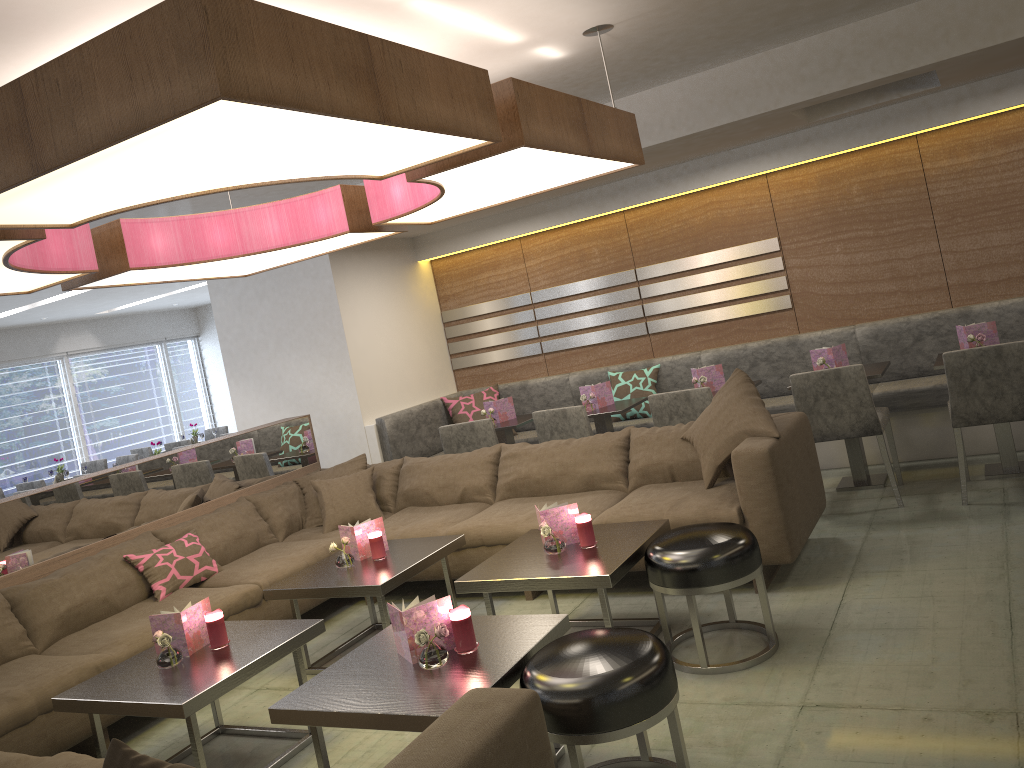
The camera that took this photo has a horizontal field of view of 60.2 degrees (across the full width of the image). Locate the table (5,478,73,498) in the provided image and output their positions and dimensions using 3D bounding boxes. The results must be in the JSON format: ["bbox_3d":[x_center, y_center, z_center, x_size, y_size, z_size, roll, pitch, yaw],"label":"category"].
[{"bbox_3d":[-4.596,1.341,9.207,1.181,0.634,0.784,-10,3,29],"label":"table"}]

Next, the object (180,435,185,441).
[{"bbox_3d":[-4.137,0.708,11.117,0.053,0.139,0.053,-12,0,-13],"label":"object"}]

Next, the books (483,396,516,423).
[{"bbox_3d":[-0.087,0.190,6.343,0.159,0.164,0.142,-13,2,-41],"label":"books"}]

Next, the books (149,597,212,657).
[{"bbox_3d":[-1.176,0.894,3.229,0.258,0.164,0.143,-12,2,-7],"label":"books"}]

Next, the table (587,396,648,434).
[{"bbox_3d":[0.655,0.481,5.869,0.502,0.654,0.510,-11,2,29],"label":"table"}]

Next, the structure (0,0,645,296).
[{"bbox_3d":[-1.101,-0.885,3.364,2.431,0.618,2.463,-10,4,29],"label":"structure"}]

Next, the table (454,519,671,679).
[{"bbox_3d":[0.255,0.861,3.528,0.653,0.412,0.663,-10,3,29],"label":"table"}]

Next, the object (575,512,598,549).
[{"bbox_3d":[0.291,0.579,3.503,0.076,0.128,0.075,-12,1,-8],"label":"object"}]

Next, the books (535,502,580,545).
[{"bbox_3d":[0.196,0.576,3.652,0.158,0.164,0.143,-12,2,-6],"label":"books"}]

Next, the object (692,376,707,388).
[{"bbox_3d":[1.165,0.009,5.453,0.095,0.125,0.101,-12,1,-7],"label":"object"}]

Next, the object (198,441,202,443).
[{"bbox_3d":[-3.977,0.741,11.076,0.217,0.015,0.217,-12,4,-8],"label":"object"}]

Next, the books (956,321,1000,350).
[{"bbox_3d":[2.561,-0.253,4.858,0.157,0.164,0.143,-12,2,9],"label":"books"}]

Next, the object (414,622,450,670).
[{"bbox_3d":[-0.198,0.751,2.599,0.195,0.125,0.094,-13,2,-29],"label":"object"}]

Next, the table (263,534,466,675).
[{"bbox_3d":[-0.618,1.007,4.018,0.653,0.412,0.663,-10,3,29],"label":"table"}]

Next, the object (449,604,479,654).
[{"bbox_3d":[-0.146,0.734,2.648,0.076,0.128,0.075,-12,1,-8],"label":"object"}]

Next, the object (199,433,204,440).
[{"bbox_3d":[-3.714,0.658,10.605,0.053,0.139,0.053,-12,0,-13],"label":"object"}]

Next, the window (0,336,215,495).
[{"bbox_3d":[-5.530,0.550,11.929,0.157,2.071,3.690,-12,3,29],"label":"window"}]

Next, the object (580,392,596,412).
[{"bbox_3d":[0.502,0.119,5.832,0.111,0.125,0.091,-13,2,-28],"label":"object"}]

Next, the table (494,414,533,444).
[{"bbox_3d":[-0.003,0.591,6.238,0.502,0.654,0.510,-11,2,29],"label":"table"}]

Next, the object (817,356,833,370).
[{"bbox_3d":[1.813,-0.100,5.093,0.095,0.125,0.106,-11,2,30],"label":"object"}]

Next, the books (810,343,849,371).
[{"bbox_3d":[1.884,-0.140,5.238,0.159,0.164,0.142,-13,2,-41],"label":"books"}]

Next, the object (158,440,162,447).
[{"bbox_3d":[-4.326,0.765,10.887,0.053,0.139,0.053,-12,0,-13],"label":"object"}]

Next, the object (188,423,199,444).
[{"bbox_3d":[-3.863,0.608,10.755,0.154,0.276,0.104,-11,0,27],"label":"object"}]

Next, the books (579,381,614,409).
[{"bbox_3d":[0.574,0.079,5.973,0.159,0.164,0.142,-13,2,-41],"label":"books"}]

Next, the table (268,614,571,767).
[{"bbox_3d":[-0.218,1.025,2.650,0.653,0.412,0.663,-10,3,29],"label":"table"}]

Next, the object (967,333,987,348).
[{"bbox_3d":[2.487,-0.212,4.707,0.094,0.125,0.105,-13,2,-29],"label":"object"}]

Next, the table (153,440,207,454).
[{"bbox_3d":[-3.756,1.050,10.768,1.181,0.634,0.784,-10,3,29],"label":"table"}]

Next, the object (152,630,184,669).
[{"bbox_3d":[-1.210,0.924,3.094,0.095,0.129,0.101,-12,1,13],"label":"object"}]

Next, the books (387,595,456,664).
[{"bbox_3d":[-0.272,0.743,2.721,0.158,0.164,0.142,-13,2,-26],"label":"books"}]

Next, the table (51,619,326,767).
[{"bbox_3d":[-1.091,1.171,3.139,0.653,0.412,0.663,-10,3,29],"label":"table"}]

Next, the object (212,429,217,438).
[{"bbox_3d":[-3.641,0.626,10.839,0.053,0.139,0.053,-12,0,-13],"label":"object"}]

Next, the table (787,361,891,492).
[{"bbox_3d":[1.969,0.261,5.132,0.502,0.654,0.510,-11,2,29],"label":"table"}]

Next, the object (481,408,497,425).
[{"bbox_3d":[-0.158,0.230,6.194,0.108,0.125,0.094,-12,1,-18],"label":"object"}]

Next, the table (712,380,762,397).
[{"bbox_3d":[1.312,0.371,5.501,0.502,0.654,0.510,-11,2,29],"label":"table"}]

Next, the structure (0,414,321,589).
[{"bbox_3d":[-2.231,1.019,4.303,0.222,1.006,3.806,-12,3,29],"label":"structure"}]

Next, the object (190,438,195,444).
[{"bbox_3d":[-3.902,0.704,10.781,0.070,0.100,0.203,-12,3,-1],"label":"object"}]

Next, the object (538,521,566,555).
[{"bbox_3d":[0.160,0.607,3.509,0.095,0.129,0.106,-12,2,-11],"label":"object"}]

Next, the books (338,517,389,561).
[{"bbox_3d":[-0.697,0.725,4.156,0.159,0.164,0.142,-13,2,-41],"label":"books"}]

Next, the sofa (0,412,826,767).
[{"bbox_3d":[-0.729,0.938,3.466,3.159,0.675,3.798,-10,5,29],"label":"sofa"}]

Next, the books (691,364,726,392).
[{"bbox_3d":[1.245,-0.033,5.596,0.158,0.164,0.143,-12,2,-6],"label":"books"}]

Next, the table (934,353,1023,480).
[{"bbox_3d":[2.626,0.150,4.763,0.502,0.654,0.510,-11,2,29],"label":"table"}]

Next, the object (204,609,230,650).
[{"bbox_3d":[-1.068,0.886,3.197,0.075,0.128,0.075,-12,1,2],"label":"object"}]
